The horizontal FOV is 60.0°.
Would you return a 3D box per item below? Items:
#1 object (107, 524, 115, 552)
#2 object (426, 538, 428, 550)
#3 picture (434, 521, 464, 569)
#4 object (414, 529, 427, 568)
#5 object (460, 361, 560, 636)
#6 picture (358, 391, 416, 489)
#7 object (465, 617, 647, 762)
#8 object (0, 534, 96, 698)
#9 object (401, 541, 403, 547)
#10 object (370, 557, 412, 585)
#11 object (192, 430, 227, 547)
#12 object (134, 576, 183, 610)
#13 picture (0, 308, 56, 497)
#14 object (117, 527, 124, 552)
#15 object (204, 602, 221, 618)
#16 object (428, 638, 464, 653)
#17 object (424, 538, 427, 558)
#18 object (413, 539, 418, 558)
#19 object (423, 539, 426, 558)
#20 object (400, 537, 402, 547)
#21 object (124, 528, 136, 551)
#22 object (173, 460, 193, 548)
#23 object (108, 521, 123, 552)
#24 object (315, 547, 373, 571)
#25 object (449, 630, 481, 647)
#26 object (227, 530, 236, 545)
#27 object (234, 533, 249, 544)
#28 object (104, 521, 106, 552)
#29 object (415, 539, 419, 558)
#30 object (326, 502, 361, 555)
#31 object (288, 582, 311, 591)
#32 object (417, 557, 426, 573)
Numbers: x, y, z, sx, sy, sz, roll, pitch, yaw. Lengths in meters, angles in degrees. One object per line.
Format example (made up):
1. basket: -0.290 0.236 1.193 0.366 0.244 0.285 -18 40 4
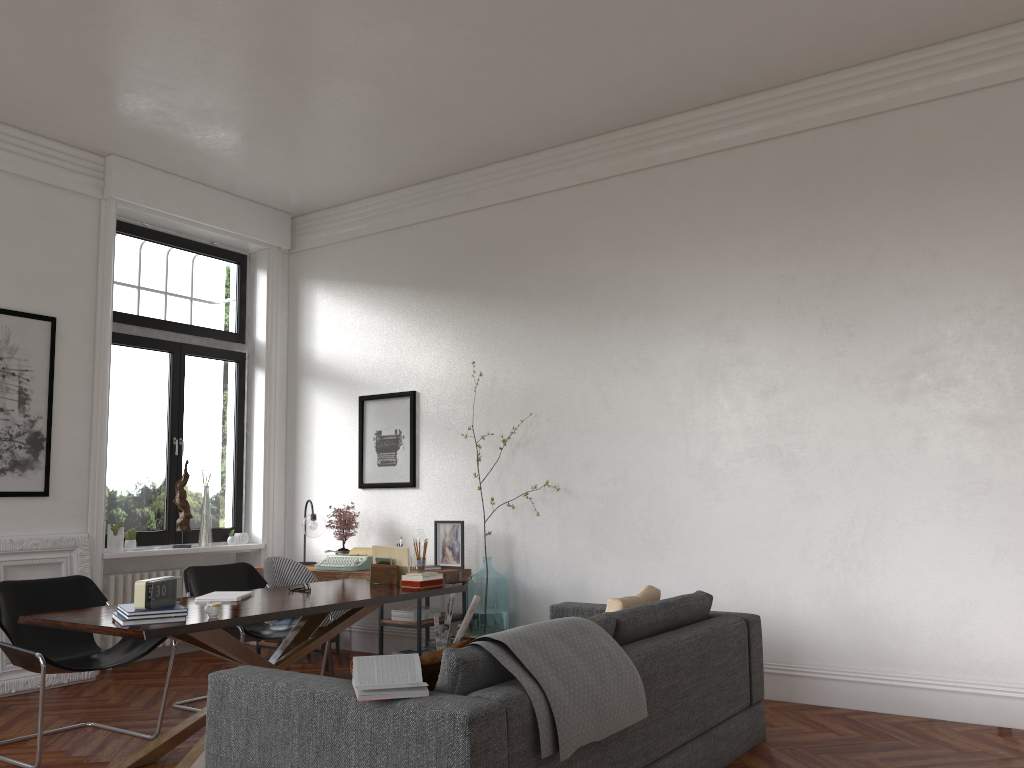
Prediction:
1. object: -3.157 1.213 6.976 0.051 0.212 0.051 2 -7 -21
2. object: -0.546 1.067 5.568 0.044 0.193 0.008 2 -7 -26
3. picture: -0.492 1.256 6.941 0.283 0.368 0.023 -5 -8 34
4. object: -0.724 1.304 7.018 0.111 0.301 0.112 2 -7 -19
5. object: -0.017 0.818 6.632 0.807 2.053 0.354 -2 -6 15
6. picture: -1.075 0.486 7.627 0.634 0.814 0.050 -5 -8 34
7. object: 0.163 1.100 3.300 0.400 0.386 0.753 -5 -9 34
8. object: -3.340 1.601 6.220 0.234 1.060 0.831 -5 -8 34
9. object: -0.900 1.368 7.142 0.054 0.206 0.008 -3 -7 17
10. object: -0.777 1.195 5.701 0.228 0.166 0.150 -5 -8 34
11. object: -2.605 0.887 7.727 0.290 1.051 0.296 -5 -8 37
12. object: -1.609 0.952 4.047 0.082 0.125 0.276 -2 -7 8
13. picture: -3.627 0.119 6.147 0.035 1.320 0.884 -5 -8 34
14. object: -3.100 1.230 7.016 0.051 0.188 0.051 2 -7 -21
15. object: -1.383 1.043 4.085 0.082 0.065 0.064 4 -8 -35
16. object: -0.467 1.978 6.295 0.261 0.304 0.261 -1 -7 -1
17. object: -0.544 1.063 5.543 0.008 0.194 0.037 5 -9 -43
18. object: -0.598 1.067 5.554 0.049 0.192 0.008 -1 -6 3
19. object: -0.551 1.063 5.531 0.008 0.192 0.049 3 -7 -32
20. object: -0.902 1.354 7.158 0.023 0.238 0.028 -4 -7 31
21. object: -3.070 1.248 7.145 0.097 0.185 0.099 4 -8 -33
22. object: -2.781 1.010 7.496 0.165 0.752 0.143 1 -6 -14
23. object: -3.094 1.190 6.918 0.098 0.243 0.103 -2 -7 12
24. object: -1.298 1.389 7.065 0.535 0.148 0.485 -5 -9 32
25. object: -0.186 1.998 6.538 0.435 0.316 0.342 -5 -8 34
26. object: -2.489 1.362 7.871 0.072 0.134 0.072 3 -8 -30
27. object: -2.462 1.404 8.058 0.132 0.097 0.135 -1 -7 4
28. object: -3.210 1.196 6.934 0.051 0.237 0.051 2 -7 -21
29. object: -0.585 1.064 5.531 0.008 0.192 0.049 -6 -8 38
30. object: -1.430 1.258 7.491 0.290 0.527 0.309 1 -7 -11
31. object: -1.255 1.208 5.285 0.133 0.047 0.115 0 -7 -3
32. object: -0.568 1.132 5.546 0.058 0.091 0.058 -3 -7 21
